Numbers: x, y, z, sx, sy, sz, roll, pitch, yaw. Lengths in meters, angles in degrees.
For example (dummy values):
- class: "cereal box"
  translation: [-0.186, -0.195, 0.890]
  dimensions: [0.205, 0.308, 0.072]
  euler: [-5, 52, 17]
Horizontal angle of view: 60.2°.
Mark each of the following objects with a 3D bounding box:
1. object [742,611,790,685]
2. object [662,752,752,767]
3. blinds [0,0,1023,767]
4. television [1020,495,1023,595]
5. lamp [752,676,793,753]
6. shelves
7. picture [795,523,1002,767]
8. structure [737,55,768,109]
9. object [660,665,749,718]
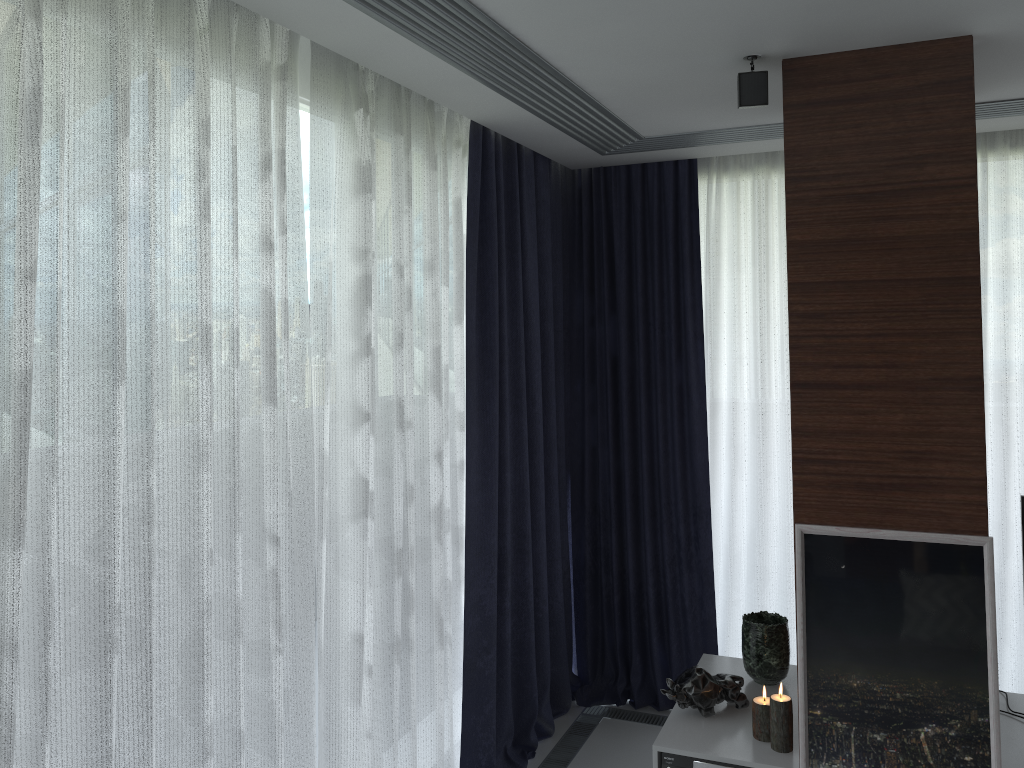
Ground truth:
- class: "object"
  translation: [0.910, 0.949, 3.165]
  dimensions: [0.168, 0.229, 0.168]
  euler: [-1, 0, 0]
- class: "object"
  translation: [0.690, 1.187, 2.765]
  dimensions: [0.369, 0.150, 0.369]
  euler: [0, 3, 23]
- class: "blinds"
  translation: [1.411, 0.348, 0.245]
  dimensions: [5.795, 2.774, 7.145]
  euler: [0, 3, 27]
- class: "television"
  translation: [1.995, 0.708, 2.224]
  dimensions: [1.229, 0.787, 0.297]
  euler: [0, -1, 23]
- class: "lamp"
  translation: [0.794, 0.987, 2.695]
  dimensions: [0.077, 0.211, 0.153]
  euler: [-1, 0, -19]
- class: "shelves"
  translation: [1.661, 1.336, 2.573]
  dimensions: [2.348, 0.500, 0.874]
  euler: [0, 3, 23]
- class: "picture"
  translation: [1.041, 0.754, 2.407]
  dimensions: [0.500, 0.702, 0.053]
  euler: [-1, -2, 23]
- class: "structure"
  translation: [0.704, -0.876, 2.587]
  dimensions: [0.084, 0.142, 0.114]
  euler: [-1, 0, 13]
- class: "object"
  translation: [0.637, 1.006, 2.923]
  dimensions: [0.311, 0.150, 0.137]
  euler: [-2, 1, -20]
